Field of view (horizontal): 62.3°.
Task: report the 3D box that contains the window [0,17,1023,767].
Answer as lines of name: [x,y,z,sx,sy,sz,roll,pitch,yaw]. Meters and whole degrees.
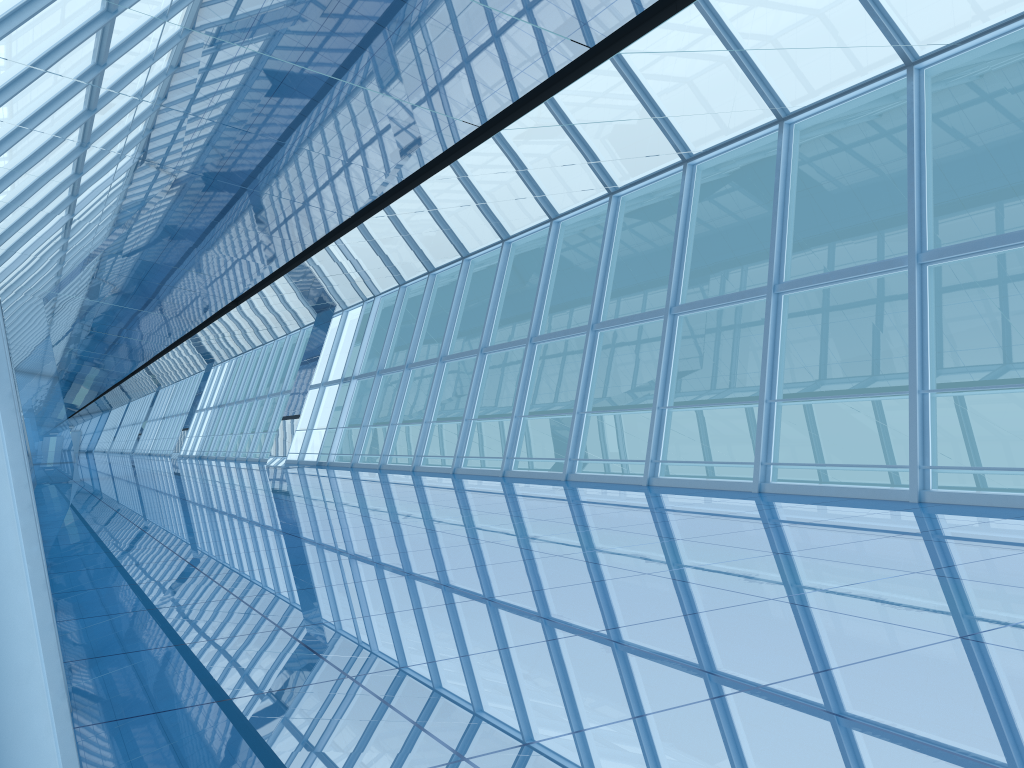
window: [-21.671,1.623,45.377,9.839,4.992,105.495,1,-4,-30]
